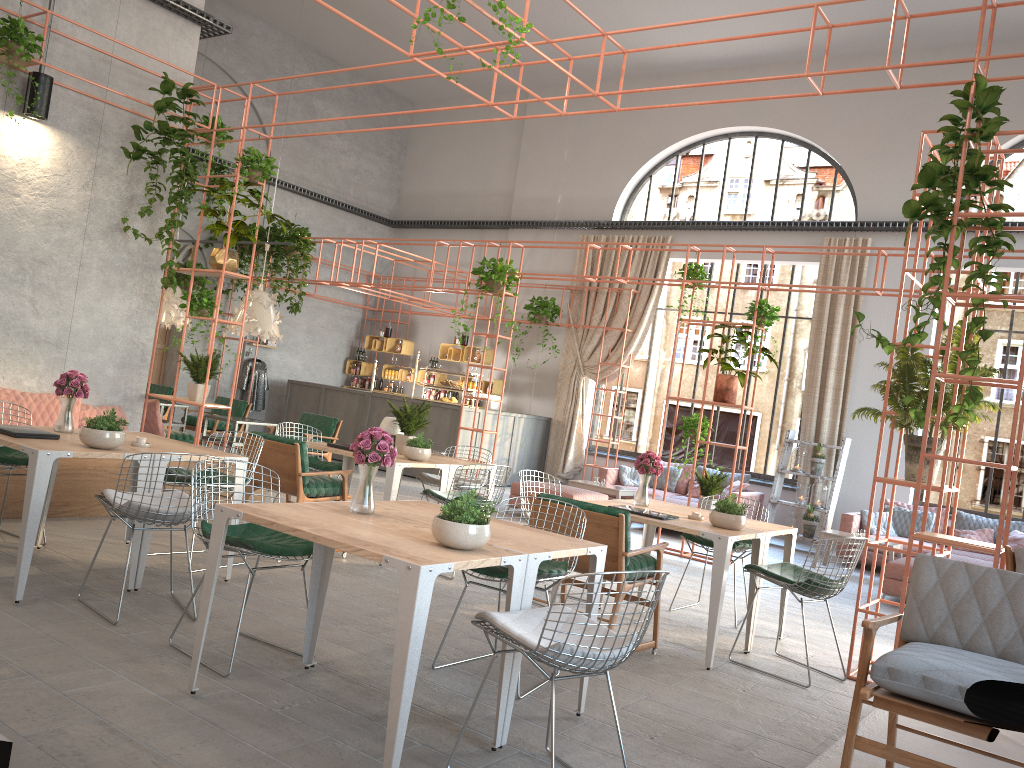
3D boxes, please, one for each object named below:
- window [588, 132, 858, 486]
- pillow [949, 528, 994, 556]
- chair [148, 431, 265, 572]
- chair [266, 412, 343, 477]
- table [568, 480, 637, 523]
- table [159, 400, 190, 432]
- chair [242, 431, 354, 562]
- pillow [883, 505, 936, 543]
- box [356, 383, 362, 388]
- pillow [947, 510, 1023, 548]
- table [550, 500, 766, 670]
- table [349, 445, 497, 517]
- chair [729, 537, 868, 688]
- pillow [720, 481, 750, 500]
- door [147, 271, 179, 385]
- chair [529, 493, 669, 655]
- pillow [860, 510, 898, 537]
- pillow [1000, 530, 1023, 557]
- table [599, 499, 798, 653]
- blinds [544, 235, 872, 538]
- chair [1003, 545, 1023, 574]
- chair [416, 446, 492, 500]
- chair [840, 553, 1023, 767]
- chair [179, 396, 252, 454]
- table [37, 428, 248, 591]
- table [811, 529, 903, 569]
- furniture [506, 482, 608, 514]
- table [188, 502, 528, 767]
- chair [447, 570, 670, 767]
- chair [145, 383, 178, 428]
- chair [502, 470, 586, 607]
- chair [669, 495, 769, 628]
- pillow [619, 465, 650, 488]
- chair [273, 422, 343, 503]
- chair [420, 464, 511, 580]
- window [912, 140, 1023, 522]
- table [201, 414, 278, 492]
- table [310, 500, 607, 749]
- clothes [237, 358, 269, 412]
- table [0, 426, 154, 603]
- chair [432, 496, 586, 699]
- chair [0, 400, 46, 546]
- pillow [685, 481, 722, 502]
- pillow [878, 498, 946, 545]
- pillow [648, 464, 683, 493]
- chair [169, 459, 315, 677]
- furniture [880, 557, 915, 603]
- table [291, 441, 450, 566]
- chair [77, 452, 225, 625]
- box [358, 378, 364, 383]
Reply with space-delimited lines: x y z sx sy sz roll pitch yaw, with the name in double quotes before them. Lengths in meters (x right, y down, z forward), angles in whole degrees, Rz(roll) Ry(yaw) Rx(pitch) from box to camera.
"window" 3.404 -1.374 14.479 4.127 5.538 0.089 8 -1 35
"pillow" 5.660 1.908 10.890 0.479 0.317 0.441 8 -1 17
"chair" -2.212 0.802 6.365 0.565 0.941 0.717 8 -1 32
"chair" -2.635 0.827 11.028 0.722 0.929 0.685 8 -1 35
"table" 1.249 1.654 12.541 0.916 0.455 0.520 8 -1 35
"table" -4.602 0.614 11.287 0.602 0.798 0.635 8 -1 35
"chair" -1.764 0.884 7.142 0.722 0.917 0.685 8 -1 35
"pillow" 5.091 1.799 11.458 0.666 0.385 0.289 8 -1 36
"box" -3.007 0.029 17.445 0.122 0.093 0.058 8 -1 35
"pillow" 5.918 1.882 11.040 0.836 0.476 0.273 8 -1 36
"table" 0.986 1.320 6.080 1.205 0.830 0.694 8 -1 35
"table" -0.880 1.071 8.246 1.214 0.830 0.694 8 -1 35
"chair" 1.845 1.381 5.720 0.565 0.941 0.717 9 -1 -38
"pillow" 3.138 1.551 12.628 0.308 0.349 0.495 8 -1 -5
"door" -6.454 -0.603 14.610 0.551 2.729 1.360 8 -1 35
"chair" 0.497 1.187 5.546 0.722 0.917 0.685 8 -1 35
"pillow" 4.721 1.794 11.349 0.500 0.324 0.307 9 -1 -19
"pillow" 5.997 1.933 10.584 0.308 0.349 0.495 8 -1 -5
"table" 1.380 1.385 6.650 1.214 0.830 0.694 8 -1 35
"blinds" 2.833 -0.213 14.097 4.957 4.389 0.414 8 -1 36
"chair" 2.852 1.322 4.302 0.722 0.914 0.685 8 -1 -15
"chair" -0.602 1.073 8.667 0.565 0.941 0.717 8 -1 32
"chair" 1.594 1.111 3.002 0.722 0.929 0.685 8 -1 35
"chair" -4.066 0.636 12.052 0.722 0.930 0.685 8 -1 35
"table" -2.490 0.800 5.943 1.214 0.830 0.694 8 -1 35
"table" 4.107 2.040 10.497 0.916 0.455 0.520 8 -1 35
"furniture" 0.607 1.546 11.553 0.976 0.446 0.941 8 -1 35
"table" -0.672 1.029 3.791 1.205 0.830 0.694 8 -1 35
"chair" 0.186 1.103 3.431 0.565 0.941 0.717 9 -1 -38
"chair" -5.468 0.448 13.054 0.722 0.930 0.685 8 -1 35
"chair" 0.339 1.179 6.788 0.717 0.941 0.565 8 -1 37
"chair" 1.659 1.375 7.072 0.565 0.941 0.717 8 -1 32
"pillow" 1.863 1.412 13.393 0.500 0.324 0.307 9 -1 -19
"chair" -1.922 0.877 8.383 0.717 0.941 0.565 8 -1 37
"chair" -0.416 1.078 7.316 0.565 0.941 0.717 9 -1 -38
"window" 7.711 -0.796 11.400 4.126 5.544 0.089 8 -1 35
"table" -3.182 0.803 10.272 0.602 0.798 0.635 8 -1 35
"table" -0.279 1.096 4.360 1.214 0.830 0.694 8 -1 35
"clothes" -4.610 0.042 15.882 0.366 0.997 0.625 8 -1 15
"table" -2.884 0.734 5.372 1.205 0.830 0.694 8 -1 35
"chair" 0.000 1.098 4.783 0.565 0.941 0.717 8 -1 32
"chair" -3.532 0.606 6.080 0.717 0.941 0.565 8 -1 37
"pillow" 2.801 1.526 12.934 0.479 0.317 0.441 8 -1 17
"pillow" 5.192 1.784 11.574 0.839 0.474 0.276 8 -1 36
"pillow" 2.232 1.417 13.502 0.666 0.385 0.289 8 -1 36
"chair" -1.320 0.902 4.499 0.717 0.941 0.565 8 -1 37
"furniture" 4.326 2.043 8.894 0.976 0.446 0.941 8 -1 35
"table" -1.274 1.005 7.675 1.205 0.830 0.694 8 -1 35
"chair" -2.026 0.808 5.013 0.565 0.941 0.717 9 -1 -38
"box" -2.973 -0.060 17.481 0.058 0.093 0.122 9 -1 -43
